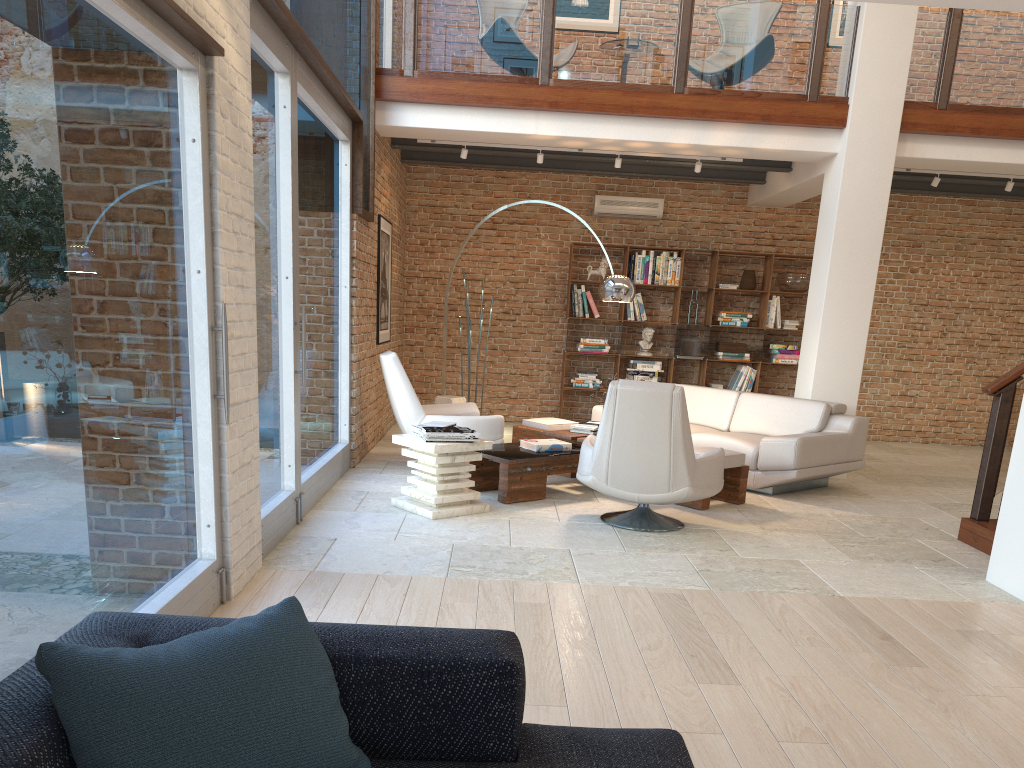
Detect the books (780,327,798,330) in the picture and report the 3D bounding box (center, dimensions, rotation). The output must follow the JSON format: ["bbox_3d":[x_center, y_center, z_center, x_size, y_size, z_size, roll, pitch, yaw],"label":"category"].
[{"bbox_3d":[3.386,-0.679,10.655,0.170,0.019,0.229,4,5,7],"label":"books"}]

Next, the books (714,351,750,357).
[{"bbox_3d":[2.694,-0.367,10.706,0.380,0.038,0.236,3,5,-3],"label":"books"}]

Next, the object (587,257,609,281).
[{"bbox_3d":[1.021,-1.371,10.388,0.251,0.293,0.125,4,13,6],"label":"object"}]

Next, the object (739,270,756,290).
[{"bbox_3d":[2.830,-1.242,10.438,0.191,0.241,0.188,-7,15,-43],"label":"object"}]

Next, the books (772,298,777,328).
[{"bbox_3d":[3.155,-0.861,10.603,0.021,0.372,0.262,3,11,-1],"label":"books"}]

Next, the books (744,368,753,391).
[{"bbox_3d":[2.888,-0.034,10.822,0.098,0.367,0.262,3,11,-1],"label":"books"}]

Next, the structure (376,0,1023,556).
[{"bbox_3d":[3.666,-0.857,3.995,10.156,4.282,13.419,3,6,-1],"label":"structure"}]

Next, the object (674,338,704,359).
[{"bbox_3d":[2.162,-0.434,10.663,0.336,0.241,0.274,3,9,-1],"label":"object"}]

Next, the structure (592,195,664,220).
[{"bbox_3d":[1.380,-2.099,10.374,0.813,0.227,0.193,3,10,-2],"label":"structure"}]

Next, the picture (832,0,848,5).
[{"bbox_3d":[4.108,-4.448,9.892,0.914,1.240,0.026,3,14,-1],"label":"picture"}]

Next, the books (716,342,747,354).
[{"bbox_3d":[2.688,-0.447,10.694,0.335,0.123,0.206,3,7,-1],"label":"books"}]

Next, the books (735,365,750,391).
[{"bbox_3d":[2.815,-0.048,10.798,0.161,0.386,0.235,3,12,-1],"label":"books"}]

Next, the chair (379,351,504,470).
[{"bbox_3d":[-0.646,0.242,7.505,0.983,1.034,0.992,0,10,-17],"label":"chair"}]

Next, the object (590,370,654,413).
[{"bbox_3d":[0.932,0.160,7.159,0.539,0.628,0.306,-3,14,-30],"label":"object"}]

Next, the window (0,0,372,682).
[{"bbox_3d":[-1.422,-2.199,3.076,0.648,6.609,11.940,3,7,-1],"label":"window"}]

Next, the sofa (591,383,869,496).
[{"bbox_3d":[1.938,0.458,8.100,1.133,0.782,2.277,-4,9,-41],"label":"sofa"}]

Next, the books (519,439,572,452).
[{"bbox_3d":[0.263,0.478,6.809,0.325,0.058,0.248,0,6,-31],"label":"books"}]

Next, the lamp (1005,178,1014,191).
[{"bbox_3d":[4.799,-1.915,8.407,0.061,0.133,0.083,3,12,1],"label":"lamp"}]

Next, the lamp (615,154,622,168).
[{"bbox_3d":[1.012,-2.116,8.304,0.061,0.133,0.083,3,12,1],"label":"lamp"}]

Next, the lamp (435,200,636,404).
[{"bbox_3d":[0.182,-0.449,8.027,1.999,2.434,0.312,10,16,33],"label":"lamp"}]

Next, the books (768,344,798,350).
[{"bbox_3d":[3.324,-0.455,10.720,0.326,0.057,0.247,4,5,9],"label":"books"}]

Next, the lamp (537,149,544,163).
[{"bbox_3d":[0.269,-2.159,8.283,0.061,0.125,0.083,3,11,1],"label":"lamp"}]

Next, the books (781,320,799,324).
[{"bbox_3d":[3.382,-0.758,10.620,0.132,0.035,0.199,2,5,-11],"label":"books"}]

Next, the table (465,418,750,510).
[{"bbox_3d":[0.531,0.630,7.122,1.954,0.444,2.155,-1,7,-40],"label":"table"}]

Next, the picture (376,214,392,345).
[{"bbox_3d":[-1.270,-1.013,8.682,0.027,1.238,0.879,3,11,-1],"label":"picture"}]

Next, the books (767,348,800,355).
[{"bbox_3d":[3.338,-0.397,10.735,0.326,0.057,0.247,3,5,-1],"label":"books"}]

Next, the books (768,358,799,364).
[{"bbox_3d":[3.352,-0.283,10.754,0.326,0.057,0.247,3,5,1],"label":"books"}]

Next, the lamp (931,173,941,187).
[{"bbox_3d":[4.077,-1.953,8.385,0.059,0.133,0.083,-5,14,-31],"label":"lamp"}]

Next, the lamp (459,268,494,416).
[{"bbox_3d":[-0.447,-0.378,10.017,0.415,1.885,0.193,-5,16,-30],"label":"lamp"}]

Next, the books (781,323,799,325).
[{"bbox_3d":[3.388,-0.731,10.631,0.171,0.019,0.229,3,5,2],"label":"books"}]

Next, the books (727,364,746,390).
[{"bbox_3d":[2.773,-0.051,10.820,0.163,0.385,0.235,3,12,-1],"label":"books"}]

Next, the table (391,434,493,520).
[{"bbox_3d":[-0.493,0.625,6.072,0.490,0.522,0.483,-6,13,-41],"label":"table"}]

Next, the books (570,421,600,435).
[{"bbox_3d":[0.695,0.379,7.643,0.247,0.077,0.393,7,6,31],"label":"books"}]

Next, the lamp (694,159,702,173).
[{"bbox_3d":[1.781,-2.083,8.333,0.060,0.120,0.091,4,11,5],"label":"lamp"}]

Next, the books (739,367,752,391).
[{"bbox_3d":[2.867,-0.037,10.811,0.098,0.367,0.262,3,11,-1],"label":"books"}]

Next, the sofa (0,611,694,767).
[{"bbox_3d":[0.006,1.050,0.316,2.079,0.683,3.826,3,5,-1],"label":"sofa"}]

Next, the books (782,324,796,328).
[{"bbox_3d":[3.379,-0.705,10.634,0.132,0.035,0.200,4,5,9],"label":"books"}]

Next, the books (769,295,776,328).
[{"bbox_3d":[3.128,-0.875,10.589,0.036,0.397,0.235,3,12,-1],"label":"books"}]

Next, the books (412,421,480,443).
[{"bbox_3d":[-0.478,0.327,6.053,0.389,0.082,0.551,2,5,-17],"label":"books"}]

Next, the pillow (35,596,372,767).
[{"bbox_3d":[-0.601,0.651,1.735,0.559,0.339,0.368,-3,11,-40],"label":"pillow"}]

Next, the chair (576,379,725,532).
[{"bbox_3d":[0.903,0.467,5.837,1.022,1.052,0.943,6,10,15],"label":"chair"}]

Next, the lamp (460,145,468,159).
[{"bbox_3d":[-0.453,-2.193,8.262,0.059,0.133,0.083,-5,14,-31],"label":"lamp"}]

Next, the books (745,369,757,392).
[{"bbox_3d":[2.932,-0.023,10.811,0.116,0.345,0.245,3,11,-1],"label":"books"}]

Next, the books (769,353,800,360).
[{"bbox_3d":[3.380,-0.338,10.740,0.327,0.058,0.247,3,5,-6],"label":"books"}]

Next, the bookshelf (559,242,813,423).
[{"bbox_3d":[2.164,-0.484,10.667,3.034,2.281,0.350,3,14,-2],"label":"bookshelf"}]

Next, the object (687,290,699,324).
[{"bbox_3d":[2.189,-0.926,10.517,0.121,0.413,0.059,3,14,1],"label":"object"}]

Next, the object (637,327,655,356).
[{"bbox_3d":[1.641,-0.522,10.660,0.195,0.362,0.187,6,13,14],"label":"object"}]

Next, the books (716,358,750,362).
[{"bbox_3d":[2.719,-0.302,10.743,0.356,0.021,0.263,3,5,-3],"label":"books"}]

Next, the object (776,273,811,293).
[{"bbox_3d":[3.401,-1.210,10.497,0.430,0.227,0.429,9,9,40],"label":"object"}]

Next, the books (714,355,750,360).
[{"bbox_3d":[2.706,-0.332,10.749,0.380,0.038,0.236,3,5,-6],"label":"books"}]
